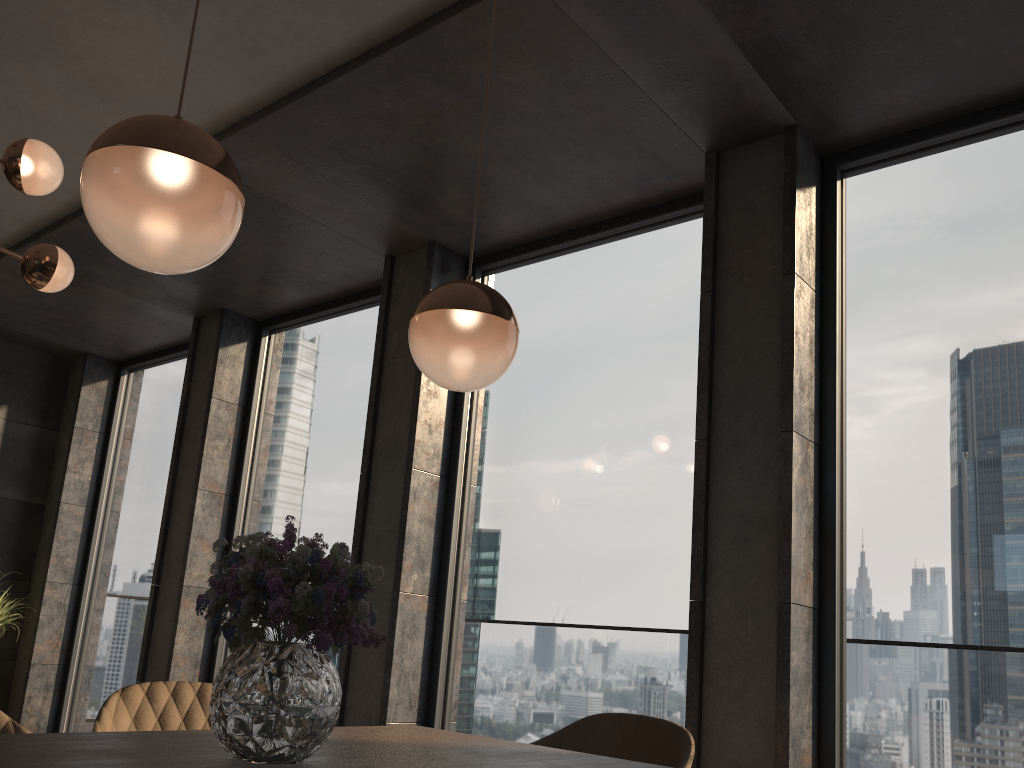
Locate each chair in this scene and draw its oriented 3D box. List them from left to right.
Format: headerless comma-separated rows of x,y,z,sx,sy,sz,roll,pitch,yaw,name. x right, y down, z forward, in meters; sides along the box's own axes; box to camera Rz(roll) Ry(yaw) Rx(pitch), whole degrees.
-1.090,0.950,1.528,0.512,0.820,0.564,-4,-16,34,chair
-0.707,1.117,1.988,0.562,0.820,0.514,16,-17,-39,chair
0.136,1.218,2.104,0.559,0.820,0.517,-8,-19,43,chair

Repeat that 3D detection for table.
-0.447,0.999,1.412,0.773,0.754,1.490,-7,-19,39,table

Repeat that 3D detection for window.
-0.482,0.802,4.578,7.305,2.942,0.202,-9,-18,39,window

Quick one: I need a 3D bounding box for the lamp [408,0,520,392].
-0.054,-0.726,2.044,0.242,1.515,0.240,16,-17,-43,lamp

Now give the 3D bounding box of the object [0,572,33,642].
-3.897,1.834,6.115,0.955,1.334,1.041,9,-14,-18,object

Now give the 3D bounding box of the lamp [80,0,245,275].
-0.496,-0.918,1.520,0.239,1.515,0.243,1,-13,16,lamp

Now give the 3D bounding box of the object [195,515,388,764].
-0.386,0.428,1.504,0.328,0.401,0.304,2,-14,10,object

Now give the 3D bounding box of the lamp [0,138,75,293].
-2.117,-0.852,3.025,1.014,1.018,1.495,0,-16,16,lamp
